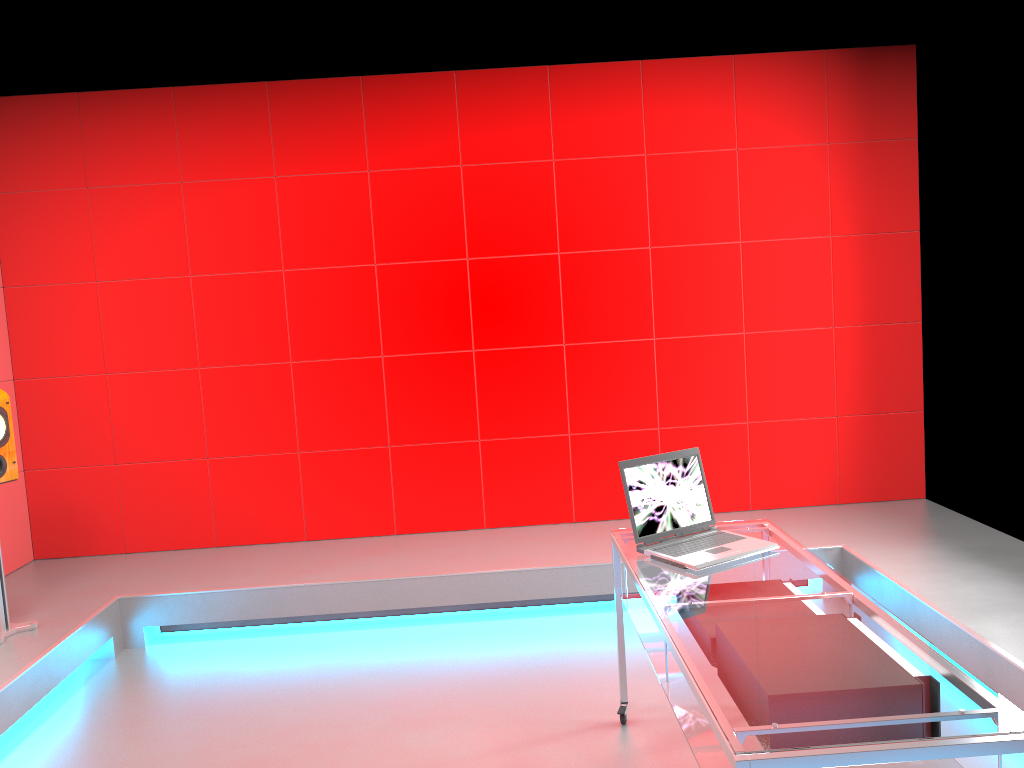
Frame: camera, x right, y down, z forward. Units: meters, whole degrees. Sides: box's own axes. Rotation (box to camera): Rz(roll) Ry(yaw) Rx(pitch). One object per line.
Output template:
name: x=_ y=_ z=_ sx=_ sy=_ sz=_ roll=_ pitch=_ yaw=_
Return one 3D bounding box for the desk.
desk: x=0.662 y=0.900 z=2.322 sx=0.594 sy=0.690 sz=1.617 roll=-4 pitch=5 yaw=-1

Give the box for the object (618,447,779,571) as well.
object: x=0.576 y=0.376 z=2.754 sx=0.342 sy=0.285 sz=0.340 roll=-7 pitch=6 yaw=-31

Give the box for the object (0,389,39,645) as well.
object: x=-2.200 y=0.524 z=3.669 sx=0.265 sy=1.058 sz=0.231 roll=-2 pitch=5 yaw=19
